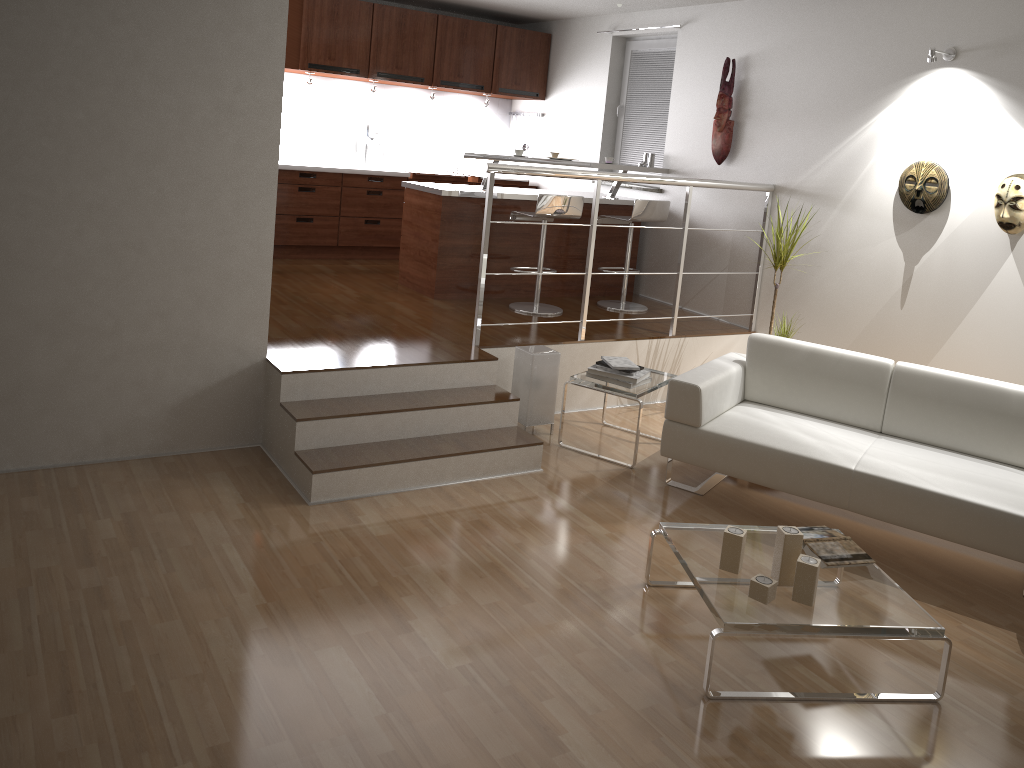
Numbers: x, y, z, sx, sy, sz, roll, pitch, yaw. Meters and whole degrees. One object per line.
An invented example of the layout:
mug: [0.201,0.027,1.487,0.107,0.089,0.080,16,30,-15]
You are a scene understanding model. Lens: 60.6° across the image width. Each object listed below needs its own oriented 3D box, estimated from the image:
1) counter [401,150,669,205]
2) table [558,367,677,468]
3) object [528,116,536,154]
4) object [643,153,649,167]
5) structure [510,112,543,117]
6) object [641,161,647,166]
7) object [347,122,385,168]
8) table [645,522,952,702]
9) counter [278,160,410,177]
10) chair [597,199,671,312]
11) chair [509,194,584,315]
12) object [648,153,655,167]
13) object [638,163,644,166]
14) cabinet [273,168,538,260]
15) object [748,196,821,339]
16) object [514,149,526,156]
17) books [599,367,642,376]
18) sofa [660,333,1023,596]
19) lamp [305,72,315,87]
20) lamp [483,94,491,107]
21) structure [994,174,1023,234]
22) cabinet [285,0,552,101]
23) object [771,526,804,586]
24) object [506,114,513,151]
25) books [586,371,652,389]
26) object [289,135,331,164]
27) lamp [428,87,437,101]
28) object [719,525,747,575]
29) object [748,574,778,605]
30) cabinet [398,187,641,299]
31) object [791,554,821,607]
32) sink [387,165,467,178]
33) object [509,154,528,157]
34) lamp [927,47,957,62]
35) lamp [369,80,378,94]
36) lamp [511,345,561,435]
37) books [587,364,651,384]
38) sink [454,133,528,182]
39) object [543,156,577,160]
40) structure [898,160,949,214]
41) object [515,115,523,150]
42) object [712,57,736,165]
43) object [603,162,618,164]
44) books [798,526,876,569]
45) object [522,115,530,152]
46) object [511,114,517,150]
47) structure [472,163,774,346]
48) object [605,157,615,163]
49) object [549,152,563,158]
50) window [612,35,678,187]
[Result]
counter: [0.273,-1.629,6.923,2.106,0.310,0.862,-5,18,-32]
table: [0.612,0.148,4.904,0.471,0.390,0.558,13,15,31]
object: [0.202,-2.453,8.615,0.024,0.373,0.073,1,9,-32]
object: [1.093,-1.826,7.131,0.053,0.107,0.053,13,12,40]
structure: [0.138,-2.705,8.787,0.048,0.033,0.614,-3,17,-31]
object: [1.069,-1.781,7.076,0.051,0.044,0.052,9,12,14]
object: [-1.336,-2.221,8.147,0.330,0.396,0.167,-1,11,-32]
table: [0.957,0.772,3.078,0.793,0.243,0.723,3,15,-8]
counter: [-1.979,-1.898,7.579,2.106,0.039,0.700,-5,19,-32]
chair: [0.891,-0.995,6.632,0.388,0.829,0.435,-1,11,-37]
chair: [0.217,-0.940,6.208,0.388,0.829,0.436,1,10,-28]
object: [1.129,-1.811,7.086,0.053,0.109,0.053,13,12,40]
object: [1.046,-1.773,7.088,0.051,0.019,0.052,-3,17,-29]
cabinet: [-1.423,-1.578,7.998,3.509,0.780,0.698,-4,14,-32]
object: [1.614,-0.441,5.415,0.501,1.441,0.451,3,8,-20]
object: [0.054,-1.675,6.343,0.079,0.045,0.069,8,13,11]
books: [0.588,-0.087,4.791,0.219,0.014,0.154,13,17,26]
sofa: [1.712,0.293,4.150,1.809,0.722,0.918,15,15,32]
lamp: [-1.715,-2.582,7.422,0.080,0.121,0.082,7,10,7]
lamp: [-0.242,-2.703,8.349,0.080,0.121,0.082,7,10,7]
structure: [2.658,-0.959,4.662,0.130,0.321,0.249,0,11,-32]
cabinet: [-0.957,-3.067,8.037,2.722,0.621,0.668,-4,15,-32]
object: [0.933,0.576,2.967,0.067,0.192,0.069,4,8,-8]
object: [-0.025,-2.574,8.968,0.033,0.373,0.066,1,9,-32]
books: [0.584,-0.040,4.797,0.292,0.026,0.230,17,19,35]
object: [-1.821,-2.119,7.910,0.370,0.235,0.160,-3,13,-32]
lamp: [-0.733,-2.662,8.040,0.080,0.121,0.082,7,10,7]
object: [0.765,0.566,3.027,0.068,0.147,0.068,10,10,27]
object: [0.817,0.660,2.847,0.068,0.072,0.067,15,15,41]
cabinet: [0.090,-1.124,6.990,1.851,0.733,0.650,-4,14,-32]
object: [0.961,0.633,2.856,0.068,0.148,0.068,10,10,27]
sink: [-0.801,-1.951,8.344,0.601,0.195,0.617,-4,18,-32]
object: [0.036,-1.653,6.341,0.130,0.008,0.144,-3,18,-29]
lamp: [2.439,-1.877,4.989,0.191,0.106,0.082,-3,13,-32]
lamp: [-1.224,-2.622,7.731,0.080,0.121,0.082,7,10,7]
lamp: [0.127,0.037,4.993,0.192,0.470,0.203,0,10,-32]
books: [0.587,-0.067,4.794,0.291,0.026,0.231,13,17,26]
sink: [-0.228,-2.180,8.671,0.672,0.565,0.616,-2,14,-32]
object: [0.376,-1.714,6.665,0.309,0.010,0.224,-4,18,-29]
structure: [2.393,-1.155,5.134,0.069,0.308,0.325,1,12,-32]
object: [0.080,-2.523,8.813,0.020,0.369,0.109,1,9,-32]
object: [1.570,-2.006,6.454,0.152,0.771,0.153,7,8,12]
object: [0.749,-1.723,6.827,0.142,0.008,0.131,17,19,35]
books: [1.156,0.594,3.225,0.203,0.054,0.301,1,16,-17]
object: [0.156,-2.498,8.729,0.043,0.357,0.093,1,9,-33]
object: [0.022,-2.558,8.917,0.008,0.369,0.034,1,8,-32]
structure: [0.788,-0.810,5.575,2.327,1.027,0.058,-4,11,-32]
object: [0.761,-1.746,6.833,0.079,0.045,0.069,6,13,4]
object: [0.331,-1.730,6.622,0.140,0.040,0.133,-3,17,-30]
window: [1.174,-2.329,7.476,0.142,1.238,0.864,1,11,-32]
